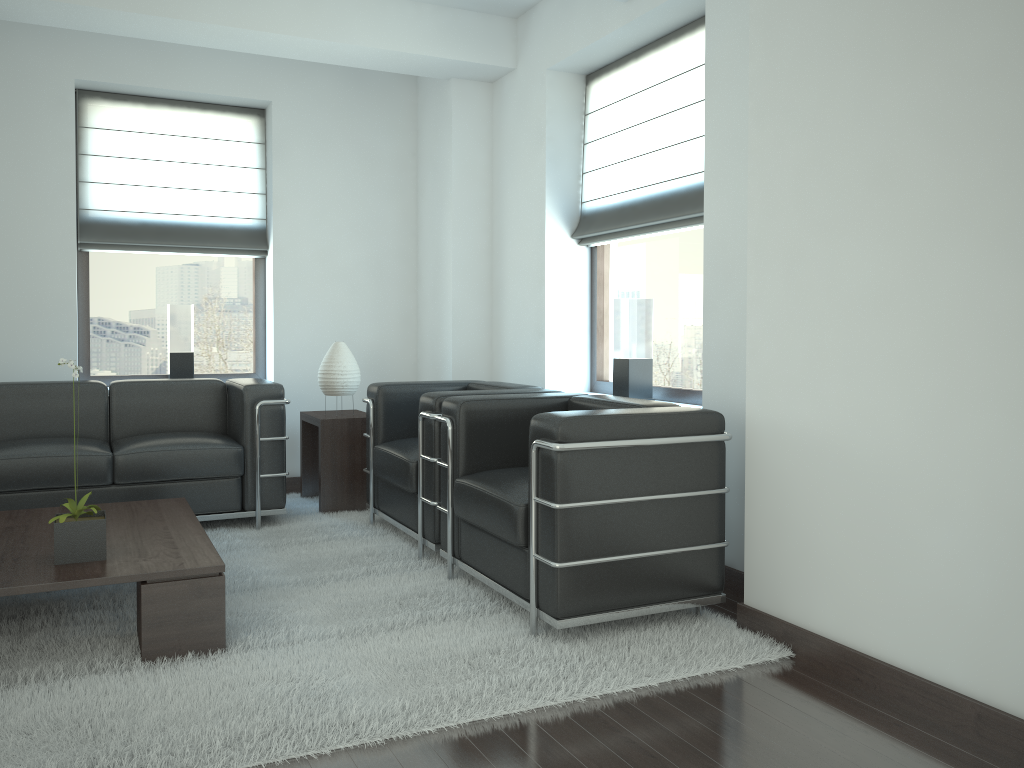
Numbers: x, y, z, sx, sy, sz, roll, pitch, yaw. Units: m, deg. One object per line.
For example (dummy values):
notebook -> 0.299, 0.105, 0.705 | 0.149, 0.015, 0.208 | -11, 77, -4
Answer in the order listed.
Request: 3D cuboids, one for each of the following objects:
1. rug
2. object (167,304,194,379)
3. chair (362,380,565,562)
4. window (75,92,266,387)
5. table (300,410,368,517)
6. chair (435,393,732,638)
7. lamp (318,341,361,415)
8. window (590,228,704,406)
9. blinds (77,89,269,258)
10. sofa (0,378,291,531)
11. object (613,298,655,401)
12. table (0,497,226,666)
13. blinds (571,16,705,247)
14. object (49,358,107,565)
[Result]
rug -> -2.537, 1.220, 5.266 | 6.253, 0.110, 5.174 | -1, 4, -26
object -> -3.144, -0.366, 8.409 | 0.239, 0.775, 0.243 | -1, 2, -26
chair -> -0.401, 0.589, 6.704 | 1.123, 1.169, 1.647 | -1, 3, -26
window -> -3.270, -1.355, 8.584 | 1.701, 2.730, 0.146 | -1, 2, -26
table -> -1.534, 0.689, 7.887 | 0.526, 0.844, 0.787 | -1, 3, -26
chair -> 0.323, 0.680, 5.184 | 1.123, 1.169, 1.647 | -1, 3, -26
lamp -> -1.521, -0.052, 7.806 | 0.374, 0.654, 0.375 | 0, 2, 3
window -> 1.213, -1.238, 6.761 | 0.146, 2.729, 2.134 | -1, 2, -26
blinds -> -3.193, -1.973, 8.427 | 1.686, 1.475, 0.222 | -1, 2, -26
sofa -> -3.519, 0.584, 6.669 | 3.477, 1.169, 1.124 | -1, 3, -26
object -> 0.912, -0.256, 6.689 | 0.239, 0.775, 0.243 | -1, 2, -26
table -> -2.672, 1.062, 4.726 | 1.936, 0.441, 1.923 | -1, 4, -26
blinds -> 1.063, -1.861, 6.669 | 0.222, 1.475, 2.125 | -1, 3, -26
object -> -2.163, 0.365, 4.408 | 0.252, 0.991, 0.336 | -1, 2, -26
